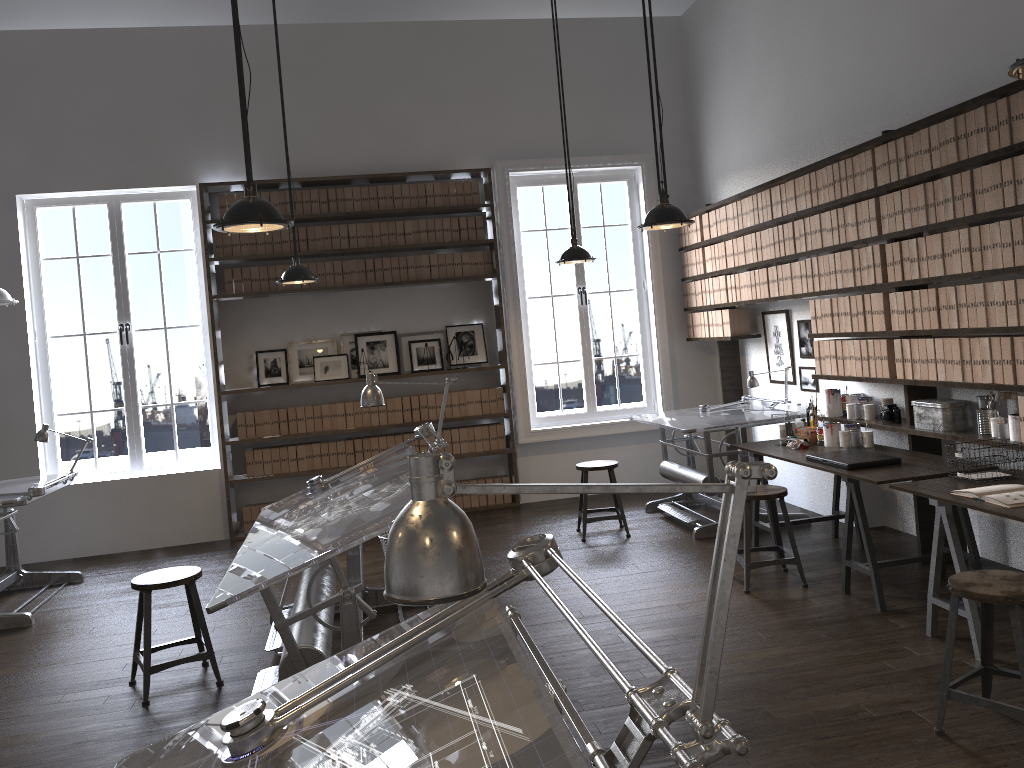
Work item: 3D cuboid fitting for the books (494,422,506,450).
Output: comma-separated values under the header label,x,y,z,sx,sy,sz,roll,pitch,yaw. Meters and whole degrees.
label,x,y,z,sx,sy,sz,roll,pitch,yaw
books,-0.109,0.466,7.966,0.067,0.225,0.174,-5,1,-10

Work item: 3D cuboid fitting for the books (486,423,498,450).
label,x,y,z,sx,sy,sz,roll,pitch,yaw
books,-0.179,0.473,7.958,0.067,0.225,0.174,-5,1,-10

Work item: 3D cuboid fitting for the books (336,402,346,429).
label,x,y,z,sx,sy,sz,roll,pitch,yaw
books,-1.488,0.276,7.723,0.067,0.225,0.174,-5,1,-10

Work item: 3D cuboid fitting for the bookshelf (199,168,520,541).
label,x,y,z,sx,sy,sz,roll,pitch,yaw
bookshelf,-1.275,0.054,7.809,2.475,3.723,0.412,-5,0,-10

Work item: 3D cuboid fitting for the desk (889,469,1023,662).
label,x,y,z,sx,sy,sz,roll,pitch,yaw
desk,2.247,0.801,3.350,0.656,0.669,1.669,-5,3,-10

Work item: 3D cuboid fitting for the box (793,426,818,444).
label,x,y,z,sx,sy,sz,roll,pitch,yaw
box,1.912,0.324,5.651,0.137,0.083,0.212,-5,3,-10

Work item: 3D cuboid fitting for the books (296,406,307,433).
label,x,y,z,sx,sy,sz,roll,pitch,yaw
books,-1.820,0.308,7.662,0.067,0.225,0.174,-5,1,-10

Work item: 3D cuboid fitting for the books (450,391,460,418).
label,x,y,z,sx,sy,sz,roll,pitch,yaw
books,-0.511,0.181,7.896,0.067,0.226,0.174,-5,1,-10

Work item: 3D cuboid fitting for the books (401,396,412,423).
label,x,y,z,sx,sy,sz,roll,pitch,yaw
books,-0.933,0.222,7.827,0.067,0.225,0.174,-5,1,-10

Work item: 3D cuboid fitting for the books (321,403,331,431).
label,x,y,z,sx,sy,sz,roll,pitch,yaw
books,-1.614,0.288,7.697,0.067,0.226,0.174,-5,1,-10

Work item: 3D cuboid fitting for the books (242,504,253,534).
label,x,y,z,sx,sy,sz,roll,pitch,yaw
books,-2.253,1.158,7.578,0.067,0.225,0.174,-5,1,-10

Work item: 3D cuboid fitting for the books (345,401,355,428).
label,x,y,z,sx,sy,sz,roll,pitch,yaw
books,-1.416,0.269,7.734,0.067,0.226,0.174,-5,1,-10

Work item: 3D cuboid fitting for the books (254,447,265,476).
label,x,y,z,sx,sy,sz,roll,pitch,yaw
books,-2.163,0.665,7.594,0.067,0.225,0.174,-5,1,-10

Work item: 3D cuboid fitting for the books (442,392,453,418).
label,x,y,z,sx,sy,sz,roll,pitch,yaw
books,-0.578,0.188,7.890,0.067,0.225,0.174,-5,1,-10

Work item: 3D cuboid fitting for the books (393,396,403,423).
label,x,y,z,sx,sy,sz,roll,pitch,yaw
books,-1.007,0.229,7.811,0.067,0.225,0.174,-5,1,-10

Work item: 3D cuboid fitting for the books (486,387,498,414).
label,x,y,z,sx,sy,sz,roll,pitch,yaw
books,-0.183,0.149,7.963,0.067,0.225,0.174,-5,1,-10

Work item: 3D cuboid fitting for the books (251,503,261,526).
label,x,y,z,sx,sy,sz,roll,pitch,yaw
books,-2.184,1.151,7.589,0.067,0.225,0.174,-5,1,-10

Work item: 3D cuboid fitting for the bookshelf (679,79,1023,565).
label,x,y,z,sx,sy,sz,roll,pitch,yaw
bookshelf,2.624,0.200,3.610,0.374,3.204,9.181,-5,3,-10

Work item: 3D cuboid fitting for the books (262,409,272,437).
label,x,y,z,sx,sy,sz,roll,pitch,yaw
books,-2.100,0.335,7.614,0.067,0.225,0.174,-5,1,-10

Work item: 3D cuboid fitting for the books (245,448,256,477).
label,x,y,z,sx,sy,sz,roll,pitch,yaw
books,-2.234,0.672,7.581,0.067,0.226,0.174,-5,1,-10

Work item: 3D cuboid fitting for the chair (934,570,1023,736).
label,x,y,z,sx,sy,sz,roll,pitch,yaw
chair,1.690,0.940,3.031,0.359,0.528,0.371,-6,1,-37

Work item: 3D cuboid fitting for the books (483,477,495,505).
label,x,y,z,sx,sy,sz,roll,pitch,yaw
books,-0.204,0.959,7.941,0.067,0.226,0.174,-5,1,-10

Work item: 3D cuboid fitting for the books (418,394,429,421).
label,x,y,z,sx,sy,sz,roll,pitch,yaw
books,-0.787,0.208,7.853,0.067,0.225,0.174,-5,1,-10

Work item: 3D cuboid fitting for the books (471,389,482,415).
label,x,y,z,sx,sy,sz,roll,pitch,yaw
books,-0.319,0.163,7.932,0.067,0.226,0.174,-5,1,-10

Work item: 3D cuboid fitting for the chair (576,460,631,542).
label,x,y,z,sx,sy,sz,roll,pitch,yaw
chair,0.645,0.845,6.483,0.358,0.528,0.372,-5,1,-2

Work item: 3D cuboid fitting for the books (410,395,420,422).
label,x,y,z,sx,sy,sz,roll,pitch,yaw
books,-0.860,0.215,7.834,0.067,0.226,0.174,-5,1,-10

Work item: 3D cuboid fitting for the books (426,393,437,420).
label,x,y,z,sx,sy,sz,roll,pitch,yaw
books,-0.716,0.201,7.861,0.067,0.225,0.174,-5,1,-10

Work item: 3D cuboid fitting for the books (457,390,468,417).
label,x,y,z,sx,sy,sz,roll,pitch,yaw
books,-0.446,0.175,7.913,0.067,0.225,0.174,-5,1,-10

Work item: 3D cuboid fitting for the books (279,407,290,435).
label,x,y,z,sx,sy,sz,roll,pitch,yaw
books,-1.963,0.322,7.635,0.067,0.226,0.174,-5,1,-10

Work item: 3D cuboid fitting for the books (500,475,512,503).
label,x,y,z,sx,sy,sz,roll,pitch,yaw
books,-0.057,0.945,7.971,0.067,0.225,0.174,-5,1,-10

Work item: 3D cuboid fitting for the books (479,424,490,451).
label,x,y,z,sx,sy,sz,roll,pitch,yaw
books,-0.249,0.479,7.945,0.067,0.225,0.174,-5,1,-10

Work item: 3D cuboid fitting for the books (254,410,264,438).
label,x,y,z,sx,sy,sz,roll,pitch,yaw
books,-2.161,0.341,7.598,0.067,0.226,0.174,-5,1,-10

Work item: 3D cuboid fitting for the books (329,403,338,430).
label,x,y,z,sx,sy,sz,roll,pitch,yaw
books,-1.550,0.282,7.714,0.067,0.225,0.174,-5,1,-10

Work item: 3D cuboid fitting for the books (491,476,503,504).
label,x,y,z,sx,sy,sz,roll,pitch,yaw
books,-0.132,0.952,7.960,0.067,0.225,0.174,-5,1,-10

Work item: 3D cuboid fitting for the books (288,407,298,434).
label,x,y,z,sx,sy,sz,roll,pitch,yaw
books,-1.890,0.315,7.654,0.067,0.225,0.174,-5,1,-10

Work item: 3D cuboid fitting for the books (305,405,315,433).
label,x,y,z,sx,sy,sz,roll,pitch,yaw
books,-1.751,0.301,7.679,0.067,0.225,0.174,-5,1,-10

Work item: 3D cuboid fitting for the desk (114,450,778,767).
label,x,y,z,sx,sy,sz,roll,pitch,yaw
desk,-0.186,0.771,1.079,1.077,1.386,2.069,-5,2,-10

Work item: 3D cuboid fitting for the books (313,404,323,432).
label,x,y,z,sx,sy,sz,roll,pitch,yaw
books,-1.681,0.294,7.691,0.067,0.225,0.174,-5,1,-10

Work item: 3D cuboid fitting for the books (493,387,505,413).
label,x,y,z,sx,sy,sz,roll,pitch,yaw
books,-0.117,0.143,7.967,0.067,0.226,0.174,-5,1,-10

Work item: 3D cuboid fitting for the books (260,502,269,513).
label,x,y,z,sx,sy,sz,roll,pitch,yaw
books,-2.115,1.145,7.597,0.067,0.226,0.174,-5,1,-10

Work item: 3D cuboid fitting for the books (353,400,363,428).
label,x,y,z,sx,sy,sz,roll,pitch,yaw
books,-1.348,0.262,7.751,0.067,0.225,0.174,-5,1,-10

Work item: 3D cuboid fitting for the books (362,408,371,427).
label,x,y,z,sx,sy,sz,roll,pitch,yaw
books,-1.280,0.256,7.765,0.067,0.225,0.174,-5,1,-10

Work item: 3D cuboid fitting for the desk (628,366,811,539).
label,x,y,z,sx,sy,sz,roll,pitch,yaw
desk,1.599,0.458,6.689,1.072,1.097,1.269,-5,2,-10

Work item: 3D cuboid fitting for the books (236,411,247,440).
label,x,y,z,sx,sy,sz,roll,pitch,yaw
books,-2.304,0.355,7.576,0.067,0.225,0.174,-5,1,-10

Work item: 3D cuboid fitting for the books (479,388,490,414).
label,x,y,z,sx,sy,sz,roll,pitch,yaw
books,-0.251,0.156,7.948,0.067,0.225,0.174,-5,1,-10

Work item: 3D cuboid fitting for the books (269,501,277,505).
label,x,y,z,sx,sy,sz,roll,pitch,yaw
books,-2.044,1.138,7.612,0.067,0.225,0.174,-5,1,-10

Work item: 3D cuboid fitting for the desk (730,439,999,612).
label,x,y,z,sx,sy,sz,roll,pitch,yaw
desk,1.936,0.734,5.086,0.656,0.669,1.669,-5,3,-10

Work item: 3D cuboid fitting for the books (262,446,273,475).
label,x,y,z,sx,sy,sz,roll,pitch,yaw
books,-2.093,0.658,7.610,0.067,0.225,0.174,-5,1,-10

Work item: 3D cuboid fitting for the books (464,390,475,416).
label,x,y,z,sx,sy,sz,roll,pitch,yaw
books,-0.384,0.169,7.922,0.067,0.225,0.174,-5,1,-10

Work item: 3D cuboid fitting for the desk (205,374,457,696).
label,x,y,z,sx,sy,sz,roll,pitch,yaw
desk,-0.777,0.645,4.379,1.077,1.386,2.281,-5,2,-10

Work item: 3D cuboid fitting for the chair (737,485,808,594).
label,x,y,z,sx,sy,sz,roll,pitch,yaw
chair,1.410,0.859,4.986,0.358,0.528,0.372,-5,1,-2

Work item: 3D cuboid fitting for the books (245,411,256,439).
label,x,y,z,sx,sy,sz,roll,pitch,yaw
books,-2.232,0.348,7.586,0.067,0.225,0.174,-5,1,-10

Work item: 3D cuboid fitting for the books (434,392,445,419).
label,x,y,z,sx,sy,sz,roll,pitch,yaw
books,-0.648,0.194,7.878,0.067,0.225,0.174,-5,1,-10

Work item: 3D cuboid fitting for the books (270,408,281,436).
label,x,y,z,sx,sy,sz,roll,pitch,yaw
books,-2.036,0.329,7.628,0.067,0.225,0.174,-5,1,-10

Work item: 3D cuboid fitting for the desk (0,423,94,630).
label,x,y,z,sx,sy,sz,roll,pitch,yaw
desk,-3.383,0.891,5.851,1.172,1.189,1.269,-5,2,-10

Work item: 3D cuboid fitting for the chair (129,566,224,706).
label,x,y,z,sx,sy,sz,roll,pitch,yaw
chair,-1.608,1.165,4.188,0.372,0.528,0.358,-6,1,-32
